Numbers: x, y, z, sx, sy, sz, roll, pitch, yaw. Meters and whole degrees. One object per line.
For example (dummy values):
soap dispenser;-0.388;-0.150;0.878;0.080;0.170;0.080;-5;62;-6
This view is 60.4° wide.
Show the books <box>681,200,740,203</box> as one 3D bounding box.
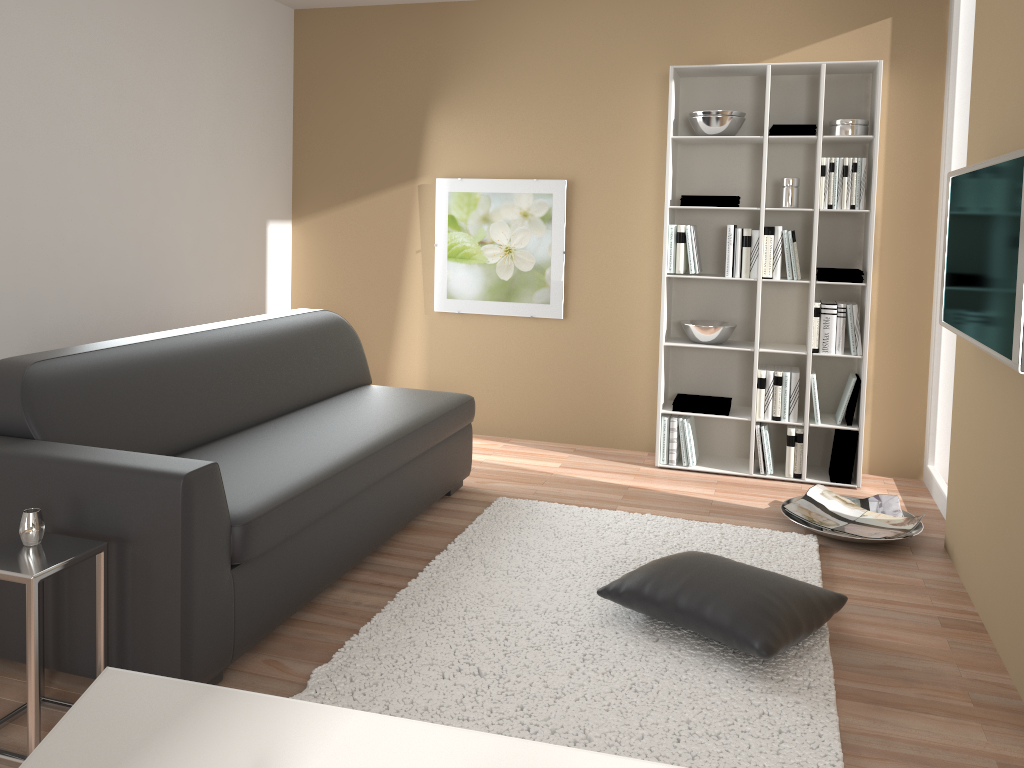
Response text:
books;1.068;-0.981;4.734;0.298;0.006;0.213;5;11;16

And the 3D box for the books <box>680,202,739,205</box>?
books;1.065;-0.970;4.736;0.298;0.006;0.213;4;11;15

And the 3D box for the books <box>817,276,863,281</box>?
books;1.704;-0.552;4.587;0.210;0.006;0.301;5;11;16

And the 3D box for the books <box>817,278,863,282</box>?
books;1.704;-0.546;4.588;0.210;0.006;0.301;5;11;16

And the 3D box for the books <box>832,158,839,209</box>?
books;1.661;-1.027;4.530;0.020;0.256;0.210;3;6;17

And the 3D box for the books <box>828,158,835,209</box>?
books;1.640;-1.028;4.534;0.020;0.256;0.210;3;6;17

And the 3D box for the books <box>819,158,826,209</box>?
books;1.599;-1.031;4.543;0.020;0.256;0.210;3;6;17

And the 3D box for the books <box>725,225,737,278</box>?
books;1.171;-0.712;4.704;0.040;0.273;0.209;3;6;17

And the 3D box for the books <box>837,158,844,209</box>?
books;1.681;-1.025;4.523;0.020;0.256;0.210;3;6;17

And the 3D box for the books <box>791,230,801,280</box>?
books;1.493;-0.680;4.627;0.058;0.255;0.210;3;6;17

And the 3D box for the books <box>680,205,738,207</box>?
books;1.065;-0.954;4.736;0.298;0.007;0.213;5;11;17

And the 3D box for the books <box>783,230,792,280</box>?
books;1.448;-0.682;4.629;0.060;0.257;0.210;3;6;17

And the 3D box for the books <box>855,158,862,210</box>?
books;1.763;-1.018;4.498;0.020;0.256;0.210;3;6;17

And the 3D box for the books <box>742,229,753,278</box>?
books;1.249;-0.696;4.675;0.040;0.256;0.210;3;6;17

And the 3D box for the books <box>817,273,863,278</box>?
books;1.704;-0.568;4.585;0.210;0.006;0.301;5;11;16

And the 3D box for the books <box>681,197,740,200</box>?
books;1.069;-0.998;4.737;0.298;0.008;0.213;5;11;16

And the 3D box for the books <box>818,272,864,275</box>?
books;1.708;-0.579;4.584;0.211;0.008;0.301;5;11;16

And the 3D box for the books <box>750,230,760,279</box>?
books;1.291;-0.691;4.670;0.040;0.249;0.210;3;7;17

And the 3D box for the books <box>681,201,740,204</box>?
books;1.068;-0.975;4.735;0.298;0.006;0.213;5;11;16

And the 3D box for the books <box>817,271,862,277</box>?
books;1.703;-0.574;4.587;0.211;0.006;0.301;5;11;18

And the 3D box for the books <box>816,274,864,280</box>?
books;1.705;-0.558;4.589;0.210;0.006;0.301;4;11;15

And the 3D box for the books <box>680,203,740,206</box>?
books;1.067;-0.964;4.736;0.298;0.006;0.213;5;11;16

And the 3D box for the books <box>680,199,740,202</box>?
books;1.067;-0.986;4.733;0.298;0.006;0.213;5;11;18

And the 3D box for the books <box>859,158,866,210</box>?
books;1.783;-1.017;4.492;0.020;0.256;0.210;3;6;17

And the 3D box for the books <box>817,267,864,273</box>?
books;1.704;-0.594;4.581;0.210;0.006;0.301;5;11;16

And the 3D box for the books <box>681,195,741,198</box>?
books;1.072;-1.007;4.732;0.298;0.006;0.213;5;11;16

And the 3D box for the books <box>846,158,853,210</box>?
books;1.723;-1.022;4.512;0.020;0.256;0.209;3;6;17

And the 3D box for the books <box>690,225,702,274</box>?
books;0.996;-0.729;4.763;0.058;0.255;0.210;3;6;17

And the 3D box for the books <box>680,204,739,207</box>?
books;1.066;-0.959;4.736;0.298;0.006;0.213;5;11;16

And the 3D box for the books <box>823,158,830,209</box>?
books;1.621;-1.030;4.543;0.020;0.256;0.209;3;6;17

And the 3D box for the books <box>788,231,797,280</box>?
books;1.472;-0.677;4.617;0.058;0.255;0.210;3;6;17

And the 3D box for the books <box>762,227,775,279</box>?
books;1.358;-0.696;4.658;0.053;0.270;0.209;3;6;17

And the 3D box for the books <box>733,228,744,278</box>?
books;1.211;-0.700;4.692;0.040;0.256;0.210;3;6;17

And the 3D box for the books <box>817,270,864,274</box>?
books;1.708;-0.584;4.584;0.211;0.008;0.301;5;11;16

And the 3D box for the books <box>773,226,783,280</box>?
books;1.403;-0.695;4.646;0.040;0.273;0.209;3;6;17

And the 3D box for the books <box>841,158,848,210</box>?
books;1.701;-1.022;4.512;0.020;0.256;0.210;3;6;17

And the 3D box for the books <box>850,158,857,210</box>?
books;1.742;-1.020;4.503;0.020;0.256;0.210;3;6;17

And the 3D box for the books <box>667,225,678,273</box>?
books;0.880;-0.737;4.790;0.040;0.256;0.210;3;6;17

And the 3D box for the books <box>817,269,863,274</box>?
books;1.703;-0.589;4.582;0.210;0.007;0.301;5;11;16

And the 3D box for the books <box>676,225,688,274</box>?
books;0.923;-0.732;4.771;0.040;0.256;0.210;3;6;17

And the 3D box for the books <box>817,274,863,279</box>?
books;1.704;-0.562;4.585;0.210;0.006;0.301;5;11;16

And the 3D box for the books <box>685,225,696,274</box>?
books;0.971;-0.729;4.759;0.060;0.257;0.210;3;6;17
